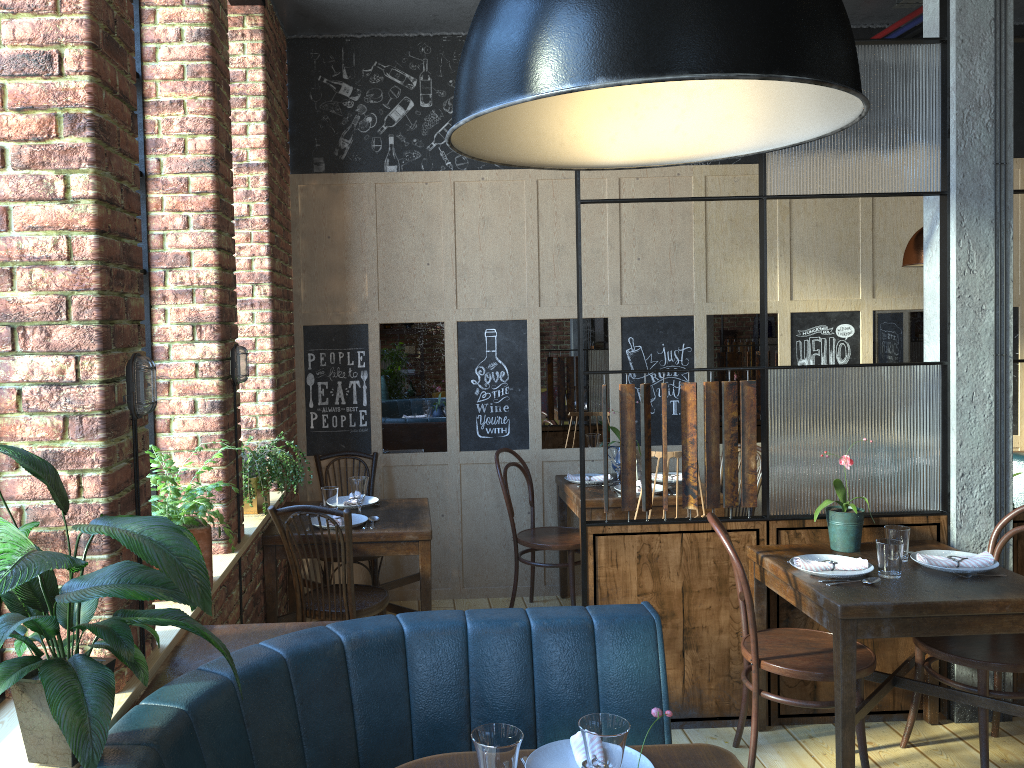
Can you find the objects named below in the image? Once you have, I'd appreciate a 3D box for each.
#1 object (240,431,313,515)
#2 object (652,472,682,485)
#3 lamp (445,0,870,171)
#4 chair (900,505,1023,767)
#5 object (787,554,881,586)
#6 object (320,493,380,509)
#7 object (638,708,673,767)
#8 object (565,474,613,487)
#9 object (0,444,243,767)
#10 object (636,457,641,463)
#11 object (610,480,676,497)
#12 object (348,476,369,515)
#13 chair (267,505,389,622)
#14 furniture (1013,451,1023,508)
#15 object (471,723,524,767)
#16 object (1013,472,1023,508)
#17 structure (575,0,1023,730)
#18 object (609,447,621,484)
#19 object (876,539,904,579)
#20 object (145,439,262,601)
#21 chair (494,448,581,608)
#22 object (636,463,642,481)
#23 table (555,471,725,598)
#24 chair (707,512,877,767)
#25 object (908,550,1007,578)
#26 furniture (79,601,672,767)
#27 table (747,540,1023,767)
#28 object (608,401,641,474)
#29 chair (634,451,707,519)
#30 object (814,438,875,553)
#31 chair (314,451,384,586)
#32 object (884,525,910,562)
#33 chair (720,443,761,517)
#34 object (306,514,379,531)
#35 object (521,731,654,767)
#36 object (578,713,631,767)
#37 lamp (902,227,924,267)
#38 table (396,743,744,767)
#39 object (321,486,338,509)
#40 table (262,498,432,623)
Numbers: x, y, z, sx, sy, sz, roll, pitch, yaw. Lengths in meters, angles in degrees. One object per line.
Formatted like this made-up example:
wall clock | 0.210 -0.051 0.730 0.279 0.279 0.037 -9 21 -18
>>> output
object | -1.144 0.381 3.923 0.496 0.369 0.610 -2 3 -4
object | 0.888 0.512 4.936 0.270 0.051 0.325 -2 4 -1
lamp | 0.163 -0.989 1.136 0.542 1.325 0.517 -1 2 14
chair | 1.725 0.901 3.138 0.540 0.919 0.446 -2 3 -12
object | 1.119 0.630 3.068 0.270 0.051 0.325 -2 4 -1
object | -0.826 0.589 4.459 0.325 0.051 0.269 -1 4 0
object | 0.156 0.661 1.129 0.140 0.431 0.213 -1 3 14
object | 0.434 0.525 4.927 0.267 0.051 0.328 -2 4 -6
object | -0.826 0.329 1.595 0.604 0.750 0.738 -2 3 -5
object | 0.724 0.478 4.999 0.082 0.119 0.086 -2 3 -14
object | 0.690 0.540 4.604 0.325 0.051 0.269 -1 4 0
object | -0.717 0.537 4.139 0.094 0.191 0.102 -3 3 -33
chair | -0.750 0.923 3.778 0.416 0.914 0.508 -1 3 15
furniture | 2.424 0.838 4.547 1.485 0.821 1.452 -2 3 -4
object | -0.026 0.750 1.647 0.102 0.191 0.095 0 3 25
object | 2.239 0.470 4.051 0.140 0.431 0.213 -1 3 14
structure | 4.179 -0.260 1.590 5.860 3.322 6.026 -3 4 -20
object | 0.588 0.453 4.889 0.094 0.191 0.102 -3 3 -33
object | 1.286 0.595 3.001 0.081 0.119 0.088 -3 3 -35
object | -1.053 0.403 2.729 0.432 0.482 0.448 0 3 18
chair | 0.192 0.825 4.886 0.572 0.919 0.421 0 3 28
object | 0.697 0.493 4.789 0.082 0.119 0.086 -2 3 -14
table | 0.679 0.913 4.852 0.747 0.726 0.755 -2 3 -4
chair | 0.981 0.922 3.112 0.562 0.919 0.429 -1 3 13
object | 1.555 0.616 3.120 0.270 0.051 0.325 -2 4 -1
furniture | -0.104 1.125 1.229 1.358 0.821 2.630 -2 4 -5
table | 1.346 1.011 3.116 0.747 0.726 0.755 -2 3 -4
object | 0.641 0.315 5.141 0.216 0.431 0.138 -2 2 -7
chair | 0.727 0.806 4.409 0.522 1.004 0.463 -2 3 -17
object | 1.260 0.421 3.348 0.193 0.426 0.153 -3 3 -32
chair | -0.890 0.857 4.828 0.400 0.914 0.529 -2 3 -10
object | 1.397 0.579 3.196 0.081 0.119 0.088 -3 3 -35
chair | 1.129 0.803 4.843 0.501 0.914 0.421 -3 3 -29
object | -0.773 0.617 4.019 0.325 0.051 0.269 -1 4 0
object | 0.145 0.803 1.844 0.325 0.051 0.269 -1 4 0
object | 0.177 0.742 1.680 0.102 0.191 0.095 0 3 25
lamp | 2.059 -1.237 4.189 0.353 1.333 0.384 -3 3 -31
table | 0.170 1.199 1.229 0.819 0.660 1.550 -2 4 -5
object | -0.889 0.566 4.307 0.086 0.119 0.082 -1 3 13
table | -0.761 0.990 4.251 0.747 0.726 0.755 -2 3 -4
